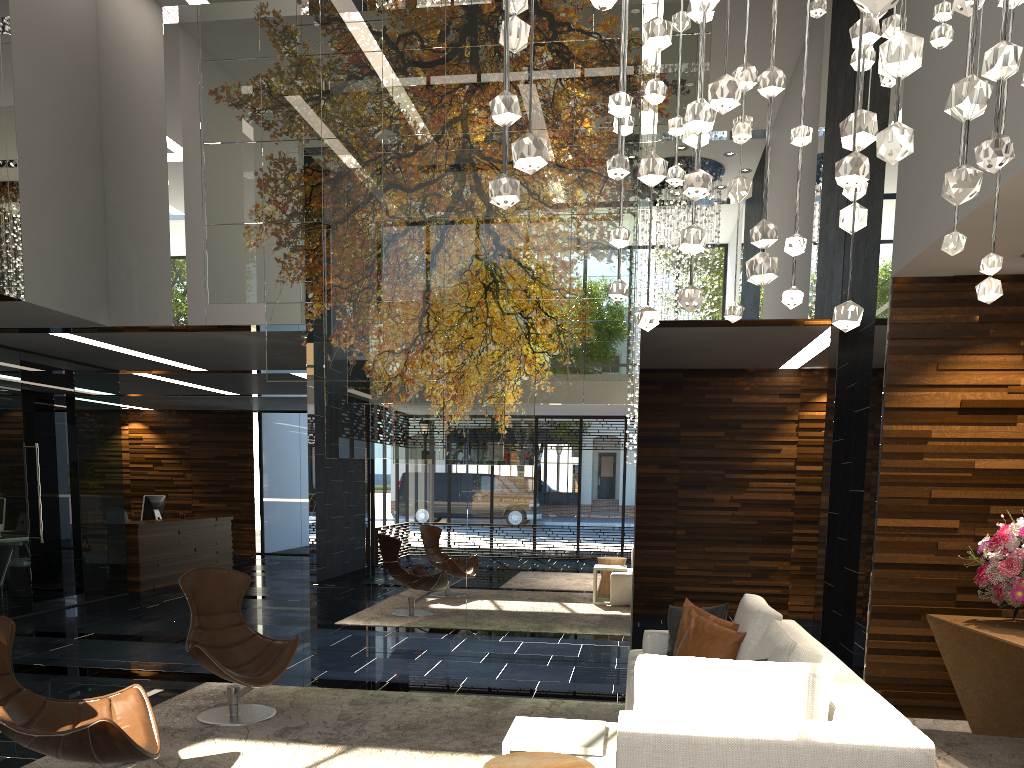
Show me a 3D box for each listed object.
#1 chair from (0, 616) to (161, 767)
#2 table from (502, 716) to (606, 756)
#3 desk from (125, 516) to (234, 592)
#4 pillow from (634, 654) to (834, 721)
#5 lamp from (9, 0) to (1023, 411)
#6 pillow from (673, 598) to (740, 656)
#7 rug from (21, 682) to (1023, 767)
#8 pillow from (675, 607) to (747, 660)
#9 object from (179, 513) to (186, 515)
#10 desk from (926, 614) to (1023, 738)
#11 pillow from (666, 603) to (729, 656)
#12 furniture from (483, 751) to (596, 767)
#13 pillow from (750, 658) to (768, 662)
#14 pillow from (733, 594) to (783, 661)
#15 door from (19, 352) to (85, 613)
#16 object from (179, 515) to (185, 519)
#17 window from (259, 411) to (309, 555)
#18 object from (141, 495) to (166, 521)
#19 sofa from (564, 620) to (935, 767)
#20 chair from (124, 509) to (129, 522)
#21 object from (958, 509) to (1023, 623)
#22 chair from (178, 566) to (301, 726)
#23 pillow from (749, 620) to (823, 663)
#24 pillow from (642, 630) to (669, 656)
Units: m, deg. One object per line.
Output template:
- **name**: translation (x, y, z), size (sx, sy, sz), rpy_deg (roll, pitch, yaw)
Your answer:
- **chair**: translation (-1.933, 1.433, 3.692), size (0.788, 0.942, 0.667), rpy_deg (0, 3, -24)
- **table**: translation (0.184, 1.694, 3.650), size (0.400, 0.471, 0.396), rpy_deg (1, 1, 8)
- **desk**: translation (-5.103, 2.426, 12.627), size (0.879, 0.893, 2.666), rpy_deg (1, -5, 8)
- **pillow**: translation (0.805, 1.243, 3.210), size (0.711, 0.466, 0.214), rpy_deg (0, 4, 9)
- **lamp**: translation (0.107, -46.062, 1.941), size (398.103, 115.185, 399.210), rpy_deg (-3, -7, 34)
- **pillow**: translation (1.092, 1.467, 4.973), size (0.243, 0.434, 0.546), rpy_deg (-1, 0, -27)
- **rug**: translation (0.441, 2.015, 4.367), size (5.897, 0.006, 3.205), rpy_deg (0, -7, 8)
- **pillow**: translation (1.049, 1.466, 4.757), size (0.268, 0.416, 0.516), rpy_deg (0, -1, -21)
- **object**: translation (-4.941, 1.948, 12.880), size (0.075, 0.104, 0.152), rpy_deg (3, -1, 38)
- **desk**: translation (2.851, 1.656, 4.148), size (0.989, 0.752, 2.237), rpy_deg (1, -5, 8)
- **pillow**: translation (1.100, 1.495, 5.190), size (0.254, 0.418, 0.551), rpy_deg (-1, 0, -34)
- **furniture**: translation (0.092, 1.594, 3.015), size (0.389, 0.528, 0.391), rpy_deg (3, 3, 43)
- **pillow**: translation (0.850, 1.368, 3.787), size (0.505, 0.369, 0.296), rpy_deg (2, 1, -32)
- **pillow**: translation (1.334, 1.434, 4.828), size (0.247, 0.454, 0.716), rpy_deg (1, -2, 8)
- **door**: translation (-5.049, 1.114, 9.569), size (0.101, 2.883, 0.856), rpy_deg (2, 6, 8)
- **object**: translation (-4.923, 1.982, 12.872), size (0.076, 0.060, 0.076), rpy_deg (0, -2, 32)
- **window**: translation (-3.004, 1.969, 16.799), size (3.955, 2.883, 0.058), rpy_deg (1, 7, 8)
- **object**: translation (-5.226, 1.874, 12.619), size (0.189, 0.496, 0.480), rpy_deg (2, 1, 13)
- **sofa**: translation (0.948, 1.668, 4.314), size (1.290, 0.686, 2.843), rpy_deg (0, -6, 8)
- **chair**: translation (-5.597, 2.352, 12.718), size (0.680, 1.072, 0.674), rpy_deg (2, 3, 14)
- **object**: translation (2.914, 1.009, 4.714), size (0.691, 0.685, 0.654), rpy_deg (1, 1, -1)
- **chair**: translation (-1.769, 1.626, 5.365), size (0.784, 0.941, 0.671), rpy_deg (2, 3, 36)
- **pillow**: translation (1.203, 1.338, 3.946), size (0.290, 0.439, 0.716), rpy_deg (1, -3, 9)
- **pillow**: translation (1.147, 1.650, 5.474), size (0.623, 0.153, 0.238), rpy_deg (1, -3, 3)
